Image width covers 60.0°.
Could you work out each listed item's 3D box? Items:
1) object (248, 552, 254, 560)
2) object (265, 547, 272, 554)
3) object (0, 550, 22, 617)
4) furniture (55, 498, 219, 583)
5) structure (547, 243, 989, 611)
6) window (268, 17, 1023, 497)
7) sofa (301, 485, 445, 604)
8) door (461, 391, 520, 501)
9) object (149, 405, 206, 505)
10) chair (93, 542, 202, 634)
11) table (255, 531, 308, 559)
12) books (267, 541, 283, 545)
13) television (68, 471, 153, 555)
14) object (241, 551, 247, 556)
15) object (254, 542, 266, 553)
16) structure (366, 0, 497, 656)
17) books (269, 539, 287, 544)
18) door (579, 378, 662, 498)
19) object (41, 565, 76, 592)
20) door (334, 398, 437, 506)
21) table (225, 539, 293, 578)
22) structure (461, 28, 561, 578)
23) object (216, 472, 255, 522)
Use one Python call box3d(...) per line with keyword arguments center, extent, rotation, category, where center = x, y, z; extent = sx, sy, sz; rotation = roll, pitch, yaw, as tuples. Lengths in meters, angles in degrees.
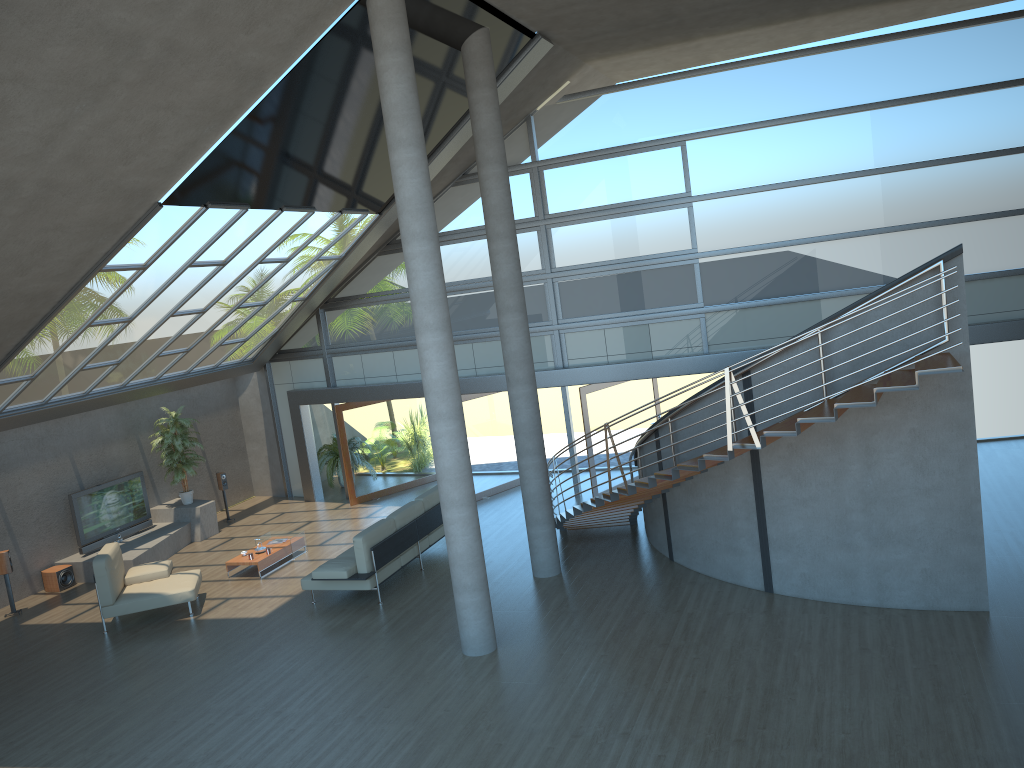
box3d(center=(-3.945, 2.596, 13.378), extent=(0.085, 0.101, 0.070), rotation=(-5, 7, 20), category="object")
box3d(center=(-3.719, 2.545, 13.553), extent=(0.085, 0.101, 0.070), rotation=(-13, 9, -40), category="object")
box3d(center=(-7.416, 2.929, 13.016), extent=(0.234, 0.959, 0.171), rotation=(-9, 7, -13), category="object")
box3d(center=(-6.188, 2.656, 15.474), extent=(1.577, 0.610, 2.936), rotation=(-5, 7, 21), category="furniture")
box3d(center=(2.127, 0.580, 10.380), extent=(2.349, 3.653, 6.809), rotation=(-12, 8, -30), category="structure")
box3d(center=(2.470, -1.532, 15.036), extent=(16.616, 6.630, 1.098), rotation=(-5, 7, 20), category="window")
box3d(center=(-1.837, 2.230, 12.730), extent=(1.166, 0.947, 3.079), rotation=(-5, 7, 21), category="sofa")
box3d(center=(-0.260, 1.025, 16.517), extent=(0.200, 1.977, 2.298), rotation=(-1, 9, 45), category="door")
box3d(center=(-6.110, 1.297, 16.262), extent=(0.932, 1.857, 0.895), rotation=(-10, 7, -20), category="object")
box3d(center=(-4.989, 2.664, 12.251), extent=(1.244, 1.023, 1.217), rotation=(-9, 7, -13), category="chair")
box3d(center=(-3.699, 2.585, 14.226), extent=(0.680, 0.342, 0.400), rotation=(-5, 7, 21), category="table")
box3d(center=(-3.769, 2.528, 14.162), extent=(0.275, 0.005, 0.189), rotation=(-8, 7, 2), category="books")
box3d(center=(-6.810, 2.192, 15.131), extent=(0.396, 1.063, 1.568), rotation=(-5, 7, 21), category="television")
box3d(center=(-4.117, 2.597, 13.634), extent=(0.102, 0.086, 0.100), rotation=(-5, 7, 25), category="object")
box3d(center=(-3.889, 2.522, 13.683), extent=(0.178, 0.161, 0.178), rotation=(-11, 7, -27), category="object")
box3d(center=(-0.827, -0.647, 9.166), extent=(0.381, 7.125, 0.382), rotation=(-5, 7, 21), category="structure")
box3d(center=(-3.736, 2.514, 14.202), extent=(0.275, 0.005, 0.189), rotation=(-7, 7, 5), category="books")
box3d(center=(1.997, 0.829, 15.570), extent=(0.200, 1.977, 2.298), rotation=(-2, 9, 42), category="door")
box3d(center=(-7.246, 3.095, 14.121), extent=(0.425, 0.323, 0.362), rotation=(-5, 7, 21), category="object")
box3d(center=(-2.367, 1.176, 17.664), extent=(2.298, 1.977, 0.200), rotation=(-13, 9, -39), category="door")
box3d(center=(-3.831, 2.701, 13.862), extent=(0.600, 0.250, 1.200), rotation=(-5, 7, 21), category="table")
box3d(center=(-0.015, -1.011, 11.315), extent=(0.381, 7.125, 0.382), rotation=(-11, 7, -25), category="structure")
box3d(center=(-7.937, 2.715, 15.528), extent=(7.863, 0.982, 21.345), rotation=(-5, 7, 25), category="object")
